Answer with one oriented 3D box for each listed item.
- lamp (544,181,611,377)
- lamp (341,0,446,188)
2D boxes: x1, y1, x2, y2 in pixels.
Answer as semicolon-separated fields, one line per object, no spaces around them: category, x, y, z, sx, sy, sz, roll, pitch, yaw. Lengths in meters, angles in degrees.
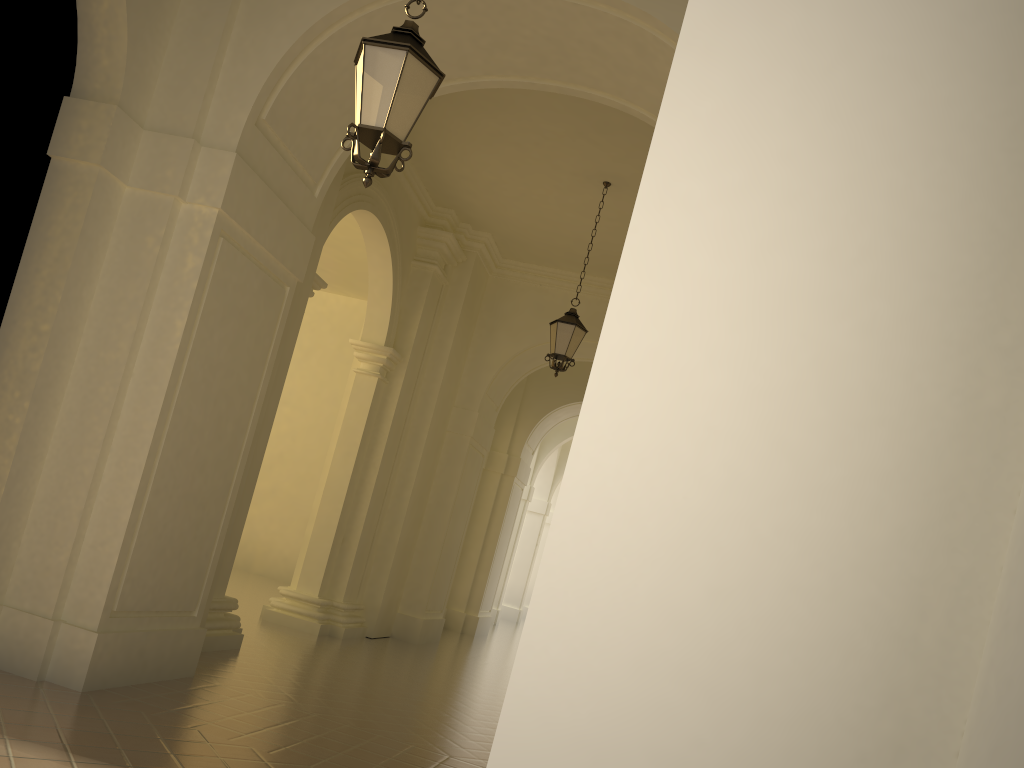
lamp;0.869;-1.307;10.952;0.435;2.543;0.523;12;-4;42
lamp;-0.325;-2.583;4.565;0.448;3.280;0.508;16;-3;-18
